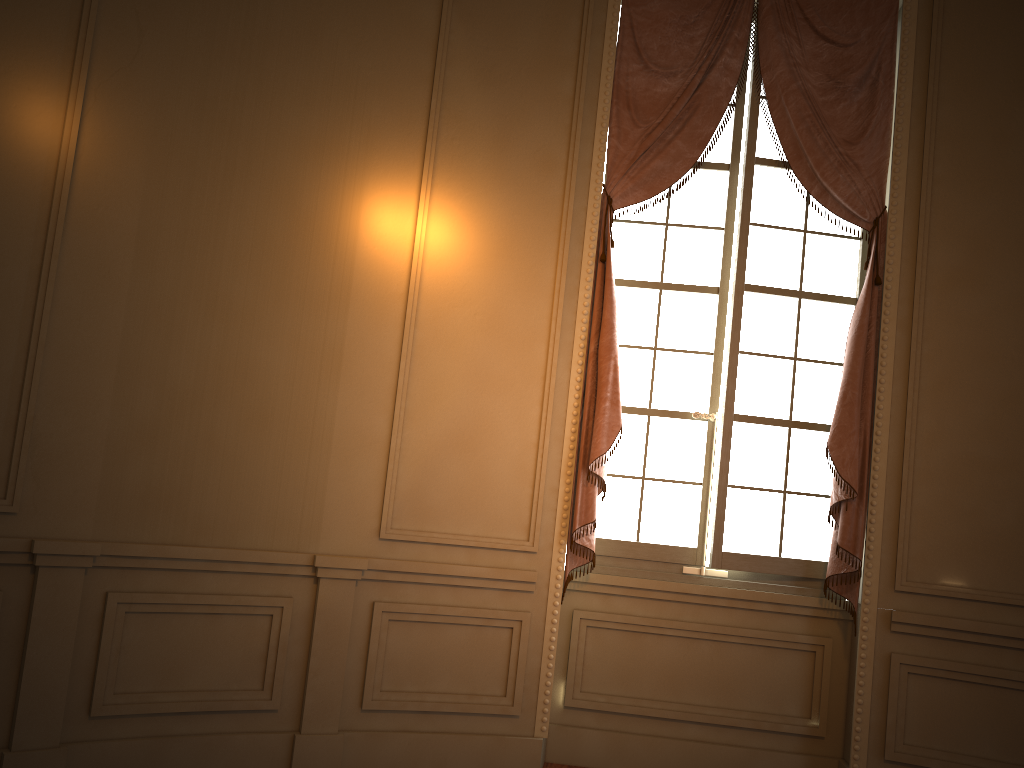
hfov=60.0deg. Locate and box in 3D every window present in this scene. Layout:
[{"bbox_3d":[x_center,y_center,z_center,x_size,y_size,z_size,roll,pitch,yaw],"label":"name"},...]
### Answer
[{"bbox_3d":[1.047,-0.463,4.249,1.304,2.829,0.154,6,-5,4],"label":"window"}]

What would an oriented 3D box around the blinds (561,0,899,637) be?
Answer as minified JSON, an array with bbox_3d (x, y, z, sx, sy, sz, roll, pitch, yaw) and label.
[{"bbox_3d":[1.024,-0.429,4.015,1.328,2.969,0.287,6,-5,4],"label":"blinds"}]
